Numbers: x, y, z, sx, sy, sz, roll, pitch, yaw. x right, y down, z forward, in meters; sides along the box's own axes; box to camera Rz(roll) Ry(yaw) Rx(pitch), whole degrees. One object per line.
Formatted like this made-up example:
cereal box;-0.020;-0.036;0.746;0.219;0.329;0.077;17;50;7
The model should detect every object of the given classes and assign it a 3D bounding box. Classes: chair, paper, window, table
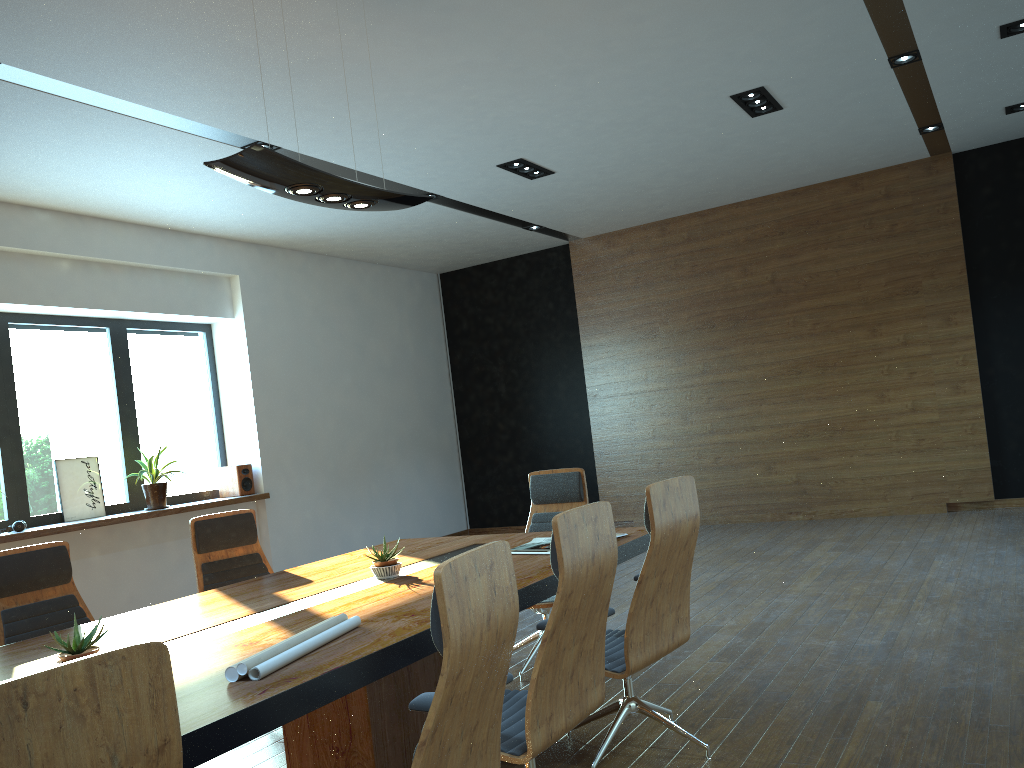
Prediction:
chair;-0.309;0.987;2.183;0.697;1.127;0.705;-7;-1;22
paper;-1.471;0.853;2.350;2.238;0.083;0.630;-6;-3;-20
window;-4.006;0.303;8.030;0.053;1.860;3.458;-7;-2;30
chair;0.025;0.991;2.987;0.698;1.127;0.705;-7;-1;30
chair;-0.874;1.015;1.449;0.698;1.127;0.705;-7;-1;31
chair;-1.921;1.274;3.963;0.698;1.127;0.705;-7;-1;30
chair;0.455;0.980;3.740;0.698;1.127;0.705;-8;-1;37
chair;-1.370;1.256;4.841;0.704;1.127;0.698;-6;-2;-45
table;-1.280;1.293;2.735;1.789;0.796;5.533;-8;-3;30
chair;0.168;1.094;5.222;0.708;1.127;0.695;-8;-1;32

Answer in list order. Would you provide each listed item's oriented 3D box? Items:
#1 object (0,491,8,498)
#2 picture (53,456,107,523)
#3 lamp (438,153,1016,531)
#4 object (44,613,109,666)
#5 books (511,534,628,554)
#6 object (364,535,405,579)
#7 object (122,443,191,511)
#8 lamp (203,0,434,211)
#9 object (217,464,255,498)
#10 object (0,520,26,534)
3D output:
object;-4.186;0.886;6.853;0.517;0.620;0.472;-8;-2;36
picture;-3.901;0.947;8.015;0.057;0.561;0.420;-7;-1;30
lamp;1.332;-0.194;8.287;9.416;3.706;16.658;-8;-3;30
object;-1.339;0.808;2.729;0.177;0.188;0.153;-6;-2;-20
books;0.260;0.778;4.391;0.390;0.033;0.543;-9;-4;41
object;-0.583;0.789;4.044;0.177;0.188;0.153;-7;-1;5
object;-3.340;0.862;8.270;0.514;0.620;0.474;-5;-2;-44
lamp;-0.875;-1.427;3.999;0.341;1.198;1.195;-7;-2;30
object;-2.874;1.008;9.225;0.315;0.321;0.211;-8;-2;30
object;-4.019;1.150;7.106;0.209;0.089;0.179;-6;-3;-23
